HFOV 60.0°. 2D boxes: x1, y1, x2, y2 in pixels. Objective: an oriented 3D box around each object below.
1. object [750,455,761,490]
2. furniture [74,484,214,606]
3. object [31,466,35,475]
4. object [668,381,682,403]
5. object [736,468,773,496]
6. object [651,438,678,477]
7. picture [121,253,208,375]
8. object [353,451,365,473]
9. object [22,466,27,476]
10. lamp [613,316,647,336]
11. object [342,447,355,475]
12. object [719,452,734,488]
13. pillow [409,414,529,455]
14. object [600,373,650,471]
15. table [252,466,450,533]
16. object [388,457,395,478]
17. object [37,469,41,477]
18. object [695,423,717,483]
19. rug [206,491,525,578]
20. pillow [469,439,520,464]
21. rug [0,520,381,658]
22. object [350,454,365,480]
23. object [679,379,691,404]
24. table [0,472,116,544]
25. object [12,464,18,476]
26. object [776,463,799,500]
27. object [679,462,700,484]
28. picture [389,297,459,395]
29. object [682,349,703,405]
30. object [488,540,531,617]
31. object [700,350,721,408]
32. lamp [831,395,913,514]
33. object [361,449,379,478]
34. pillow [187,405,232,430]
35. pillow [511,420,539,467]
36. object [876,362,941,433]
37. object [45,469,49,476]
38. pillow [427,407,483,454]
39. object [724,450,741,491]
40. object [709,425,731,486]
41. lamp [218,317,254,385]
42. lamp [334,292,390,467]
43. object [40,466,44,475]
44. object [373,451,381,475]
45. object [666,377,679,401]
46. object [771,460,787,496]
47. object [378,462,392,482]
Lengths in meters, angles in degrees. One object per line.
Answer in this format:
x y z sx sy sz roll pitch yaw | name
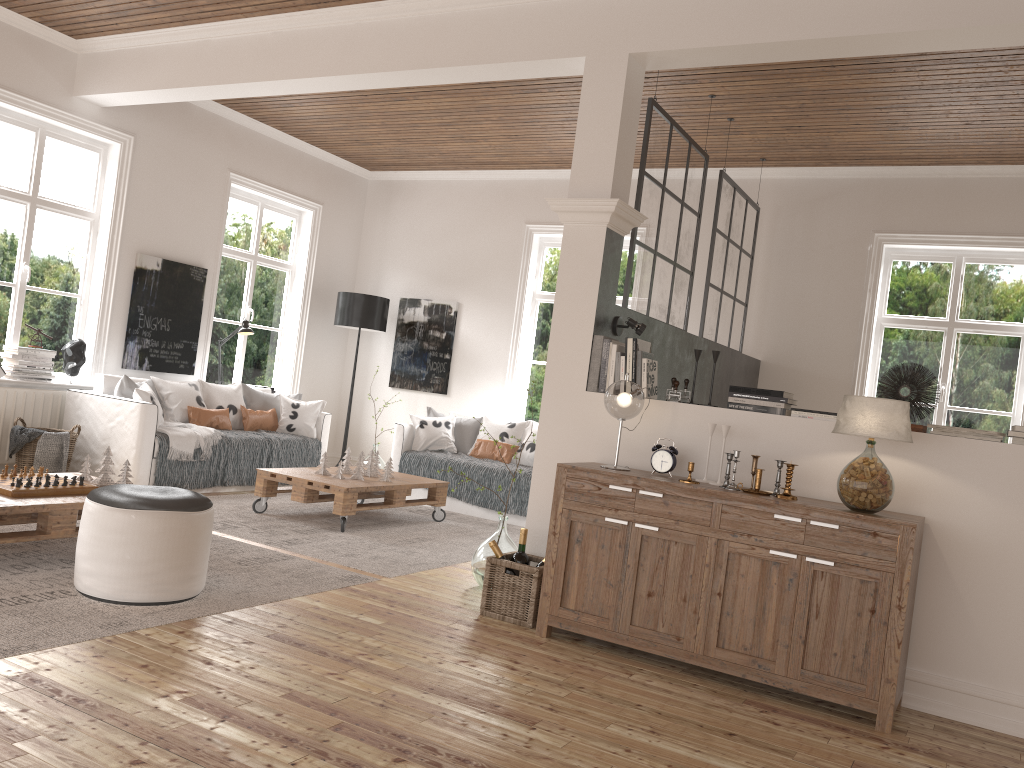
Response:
1.008 0.372 3.700 0.052 0.148 0.052 7 0 -20 | object
-1.536 0.658 3.722 0.518 0.430 0.518 7 0 32 | furniture
-2.322 0.419 4.298 0.026 0.044 0.026 7 0 -16 | object
0.756 0.034 4.098 0.058 0.102 0.032 7 0 24 | object
0.995 0.394 3.585 0.124 0.100 0.124 8 0 -38 | object
0.668 0.322 3.896 0.120 0.165 0.050 7 0 29 | object
-2.813 -0.547 7.214 0.041 0.908 0.680 7 0 29 | picture
-1.093 0.563 6.443 0.095 0.164 0.090 7 0 36 | object
-2.340 0.415 4.264 0.022 0.047 0.022 8 0 -29 | object
0.604 -0.286 4.473 0.156 0.101 0.101 7 0 29 | lamp
-1.167 0.538 6.287 0.112 0.193 0.106 8 0 -33 | object
0.900 0.355 3.688 0.055 0.153 0.055 7 0 -12 | object
-0.389 0.457 7.582 1.020 0.414 0.417 7 0 11 | pillow
0.520 0.486 4.019 0.180 1.062 0.395 7 0 43 | object
-1.109 0.794 6.243 0.821 0.300 1.189 7 0 29 | table
-0.883 0.598 6.400 0.075 0.147 0.075 8 0 -29 | object
-2.280 0.428 4.277 0.017 0.037 0.017 8 0 -42 | object
0.854 0.298 3.851 0.084 0.256 0.084 7 0 6 | object
-1.013 0.956 6.184 2.254 0.003 2.474 7 0 29 | rug
-0.154 0.565 7.375 0.420 0.179 0.127 7 0 31 | pillow
-2.237 0.785 3.954 2.254 0.003 2.474 7 0 29 | rug
-1.045 0.560 6.053 0.097 0.178 0.103 7 0 -8 | object
0.807 0.033 4.125 0.058 0.117 0.032 7 0 40 | object
-2.294 0.628 4.061 0.821 0.300 1.189 7 0 29 | table
-2.365 0.408 4.222 0.025 0.055 0.025 8 0 -29 | object
1.104 0.381 3.537 0.085 0.152 0.085 7 0 33 | object
0.747 0.370 3.715 0.088 0.085 0.088 7 0 34 | object
-0.878 -0.383 8.769 0.680 0.908 0.041 7 0 29 | picture
0.858 -0.032 4.159 0.085 0.259 0.085 7 0 -21 | object
0.012 0.897 4.074 0.284 0.332 0.095 7 0 8 | object
0.926 -0.023 4.089 0.085 0.259 0.085 7 0 -21 | object
1.355 0.271 3.362 0.291 0.435 0.291 7 0 30 | lamp
-1.002 0.558 6.295 0.107 0.195 0.113 7 0 36 | object
-2.358 0.289 6.935 0.116 0.220 0.414 7 0 30 | pillow
0.411 0.549 7.106 0.403 0.450 1.081 8 0 -37 | pillow
1.636 0.051 3.683 0.252 0.286 0.079 7 0 39 | object
-2.262 0.431 4.314 0.017 0.037 0.017 8 0 -42 | object
-0.515 0.442 7.748 0.541 0.431 0.282 7 0 3 | pillow
0.911 0.353 3.628 0.066 0.160 0.066 7 0 -12 | object
0.896 0.303 3.775 0.084 0.256 0.084 7 0 6 | object
-2.464 -0.245 7.816 0.439 0.703 0.196 7 0 29 | lamp
-1.539 0.022 8.552 0.499 1.754 0.499 7 0 26 | lamp
-2.300 0.424 4.336 0.019 0.040 0.019 8 0 -27 | object
-0.995 0.570 6.506 0.090 0.176 0.090 7 0 -9 | object
0.756 0.027 4.173 0.058 0.117 0.032 7 0 3 | object
1.089 0.379 3.619 0.055 0.153 0.055 7 0 6 | object
-0.865 0.602 6.125 0.072 0.142 0.073 7 0 37 | object
